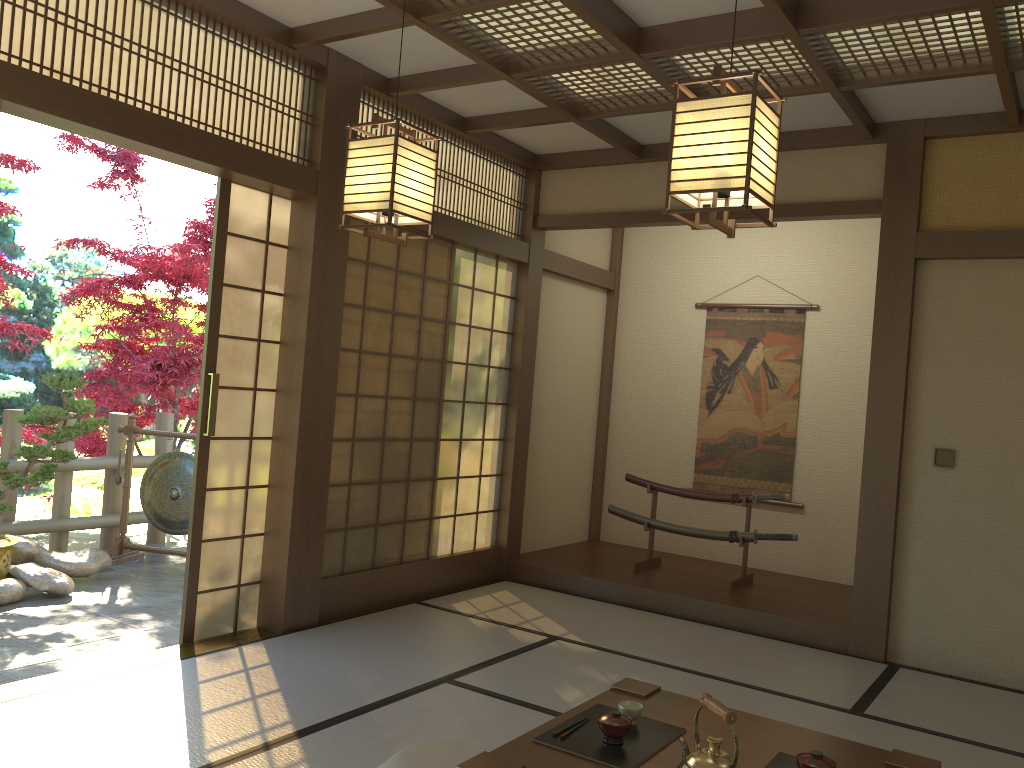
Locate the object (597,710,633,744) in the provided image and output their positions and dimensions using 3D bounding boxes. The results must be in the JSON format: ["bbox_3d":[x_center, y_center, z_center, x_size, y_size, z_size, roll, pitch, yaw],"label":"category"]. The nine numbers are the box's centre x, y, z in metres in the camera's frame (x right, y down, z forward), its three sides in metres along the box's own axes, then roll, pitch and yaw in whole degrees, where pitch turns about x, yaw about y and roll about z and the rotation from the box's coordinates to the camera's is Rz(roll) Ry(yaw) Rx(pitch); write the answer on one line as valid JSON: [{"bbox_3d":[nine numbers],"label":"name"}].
[{"bbox_3d":[0.291,0.970,2.514,0.100,0.080,0.100,4,-1,33],"label":"object"}]

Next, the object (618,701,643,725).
[{"bbox_3d":[0.356,0.993,2.673,0.074,0.052,0.073,5,-1,-14],"label":"object"}]

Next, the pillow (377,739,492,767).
[{"bbox_3d":[-0.183,1.290,2.892,0.486,0.107,0.496,4,-1,27],"label":"pillow"}]

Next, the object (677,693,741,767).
[{"bbox_3d":[0.465,0.881,2.055,0.226,0.296,0.219,4,-1,28],"label":"object"}]

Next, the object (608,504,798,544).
[{"bbox_3d":[1.281,0.990,6.121,1.369,0.144,0.100,4,-1,34],"label":"object"}]

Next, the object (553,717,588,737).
[{"bbox_3d":[0.174,1.000,2.598,0.008,0.008,0.200,4,-1,34],"label":"object"}]

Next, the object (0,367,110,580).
[{"bbox_3d":[-3.055,0.548,5.474,1.032,1.362,0.586,5,-1,-31],"label":"object"}]

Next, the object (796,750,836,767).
[{"bbox_3d":[0.797,1.008,2.329,0.100,0.080,0.100,4,-1,33],"label":"object"}]

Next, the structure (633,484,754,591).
[{"bbox_3d":[1.284,1.040,6.167,0.712,0.604,0.446,4,-1,33],"label":"structure"}]

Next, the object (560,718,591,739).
[{"bbox_3d":[0.188,1.001,2.587,0.008,0.008,0.200,4,-1,29],"label":"object"}]

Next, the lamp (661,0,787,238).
[{"bbox_3d":[0.592,-0.967,2.355,0.240,1.129,0.240,4,-1,33],"label":"lamp"}]

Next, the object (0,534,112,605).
[{"bbox_3d":[-3.119,1.097,5.415,1.147,0.276,1.260,4,-1,29],"label":"object"}]

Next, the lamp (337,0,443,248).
[{"bbox_3d":[-0.381,-1.039,2.991,0.240,1.129,0.240,4,-1,33],"label":"lamp"}]

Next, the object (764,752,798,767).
[{"bbox_3d":[0.782,1.053,2.288,0.300,0.007,0.400,4,-1,33],"label":"object"}]

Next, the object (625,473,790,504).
[{"bbox_3d":[1.321,0.740,6.109,1.186,0.121,0.086,4,-1,34],"label":"object"}]

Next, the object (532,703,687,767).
[{"bbox_3d":[0.289,1.017,2.569,0.300,0.007,0.400,4,-1,33],"label":"object"}]

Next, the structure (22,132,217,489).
[{"bbox_3d":[-2.765,-0.585,8.621,3.412,4.004,3.045,4,-1,36],"label":"structure"}]

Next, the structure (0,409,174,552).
[{"bbox_3d":[-3.626,0.717,5.781,0.245,1.136,7.456,4,-1,33],"label":"structure"}]

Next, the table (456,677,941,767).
[{"bbox_3d":[0.532,1.204,2.404,1.000,0.350,1.000,4,-1,33],"label":"table"}]

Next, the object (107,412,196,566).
[{"bbox_3d":[-2.358,0.761,6.256,1.045,1.061,0.368,4,-1,12],"label":"object"}]

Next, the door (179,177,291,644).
[{"bbox_3d":[-0.960,0.185,5.026,0.073,2.380,1.894,4,-1,33],"label":"door"}]

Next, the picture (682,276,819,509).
[{"bbox_3d":[1.806,0.027,6.771,0.952,1.725,0.038,4,-1,33],"label":"picture"}]

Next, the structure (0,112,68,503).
[{"bbox_3d":[-4.641,-0.761,5.582,3.412,4.004,3.045,5,-1,-24],"label":"structure"}]
